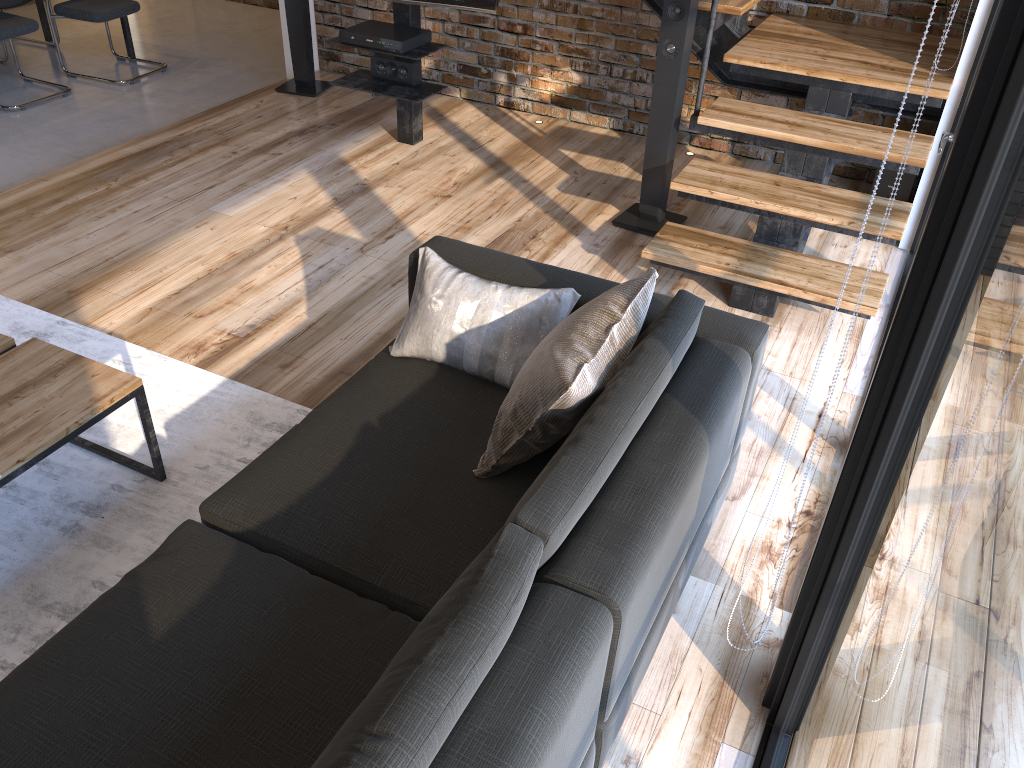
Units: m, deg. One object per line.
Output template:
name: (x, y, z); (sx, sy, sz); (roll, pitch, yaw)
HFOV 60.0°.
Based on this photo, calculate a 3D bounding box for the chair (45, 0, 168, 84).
chair: (-2.719, -2.478, 5.927); (0.539, 0.774, 0.516); (15, 38, 16)

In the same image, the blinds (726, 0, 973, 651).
blinds: (0.548, -0.221, 1.382); (0.095, 2.059, 5.338); (18, 38, 20)

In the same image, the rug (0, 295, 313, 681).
rug: (-1.755, 0.249, 2.510); (2.110, 0.003, 1.627); (18, 38, 20)

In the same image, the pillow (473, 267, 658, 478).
pillow: (0.145, -0.037, 2.099); (0.264, 0.385, 0.606); (18, 39, 20)

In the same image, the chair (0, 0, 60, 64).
chair: (-3.630, -2.727, 6.210); (0.539, 0.774, 0.516); (15, 38, 16)

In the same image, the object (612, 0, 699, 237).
object: (0.653, -1.226, 3.699); (0.270, 1.215, 0.269); (22, 40, 24)

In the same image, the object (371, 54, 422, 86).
object: (-0.580, -1.574, 4.439); (0.246, 0.113, 0.088); (18, 39, 20)

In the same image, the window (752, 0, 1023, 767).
window: (-0.771, -1.994, 1.244); (5.654, 5.608, 13.320); (18, 38, 20)

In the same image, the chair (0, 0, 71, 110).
chair: (-3.160, -2.162, 5.456); (0.539, 0.774, 0.516); (18, 39, 20)

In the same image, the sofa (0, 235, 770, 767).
sofa: (-1.361, 0.357, 1.788); (2.994, 0.705, 3.026); (18, 38, 20)

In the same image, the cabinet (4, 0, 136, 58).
cabinet: (-5.080, -2.396, 3.839); (2.469, 2.893, 9.063); (18, 38, 20)

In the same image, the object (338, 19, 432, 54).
object: (-0.613, -1.676, 4.281); (0.359, 0.058, 0.273); (18, 38, 20)

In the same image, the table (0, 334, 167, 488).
table: (-1.712, 0.114, 2.398); (1.296, 0.353, 0.693); (18, 38, 20)

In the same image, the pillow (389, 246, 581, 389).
pillow: (-0.091, -0.157, 2.363); (0.498, 0.267, 0.211); (18, 39, 20)

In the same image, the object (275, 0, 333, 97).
object: (-1.236, -2.287, 5.044); (0.271, 1.215, 0.269); (12, 37, 12)

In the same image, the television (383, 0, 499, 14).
television: (-0.577, -2.153, 3.999); (1.205, 0.789, 0.135); (18, 39, 20)
